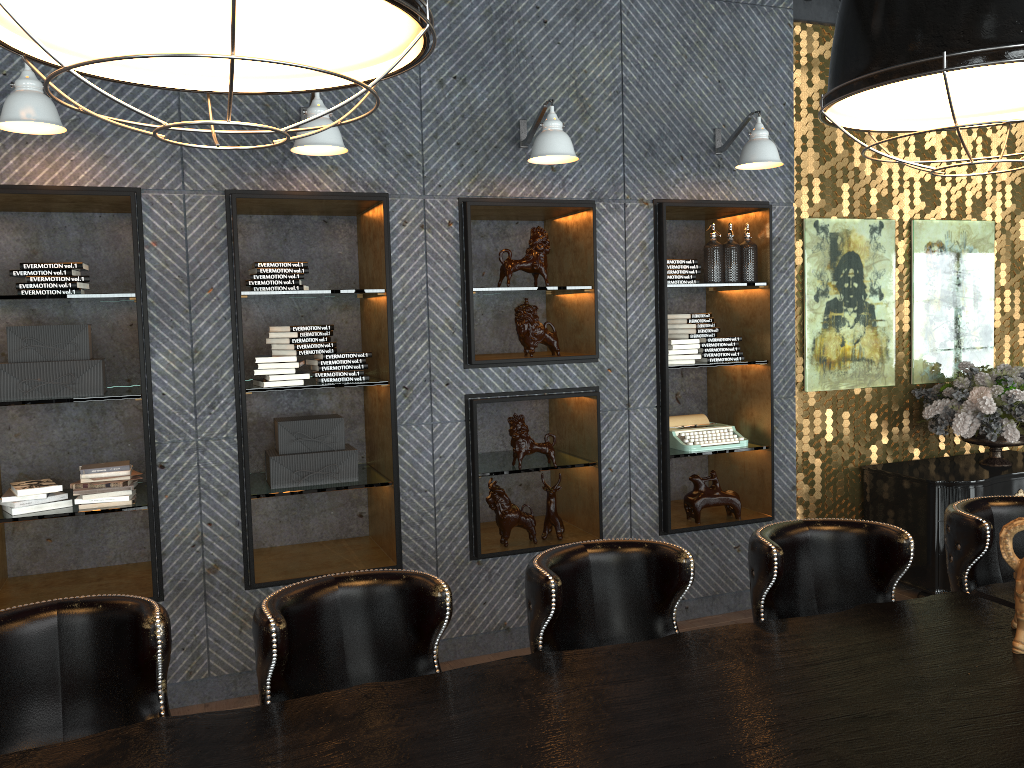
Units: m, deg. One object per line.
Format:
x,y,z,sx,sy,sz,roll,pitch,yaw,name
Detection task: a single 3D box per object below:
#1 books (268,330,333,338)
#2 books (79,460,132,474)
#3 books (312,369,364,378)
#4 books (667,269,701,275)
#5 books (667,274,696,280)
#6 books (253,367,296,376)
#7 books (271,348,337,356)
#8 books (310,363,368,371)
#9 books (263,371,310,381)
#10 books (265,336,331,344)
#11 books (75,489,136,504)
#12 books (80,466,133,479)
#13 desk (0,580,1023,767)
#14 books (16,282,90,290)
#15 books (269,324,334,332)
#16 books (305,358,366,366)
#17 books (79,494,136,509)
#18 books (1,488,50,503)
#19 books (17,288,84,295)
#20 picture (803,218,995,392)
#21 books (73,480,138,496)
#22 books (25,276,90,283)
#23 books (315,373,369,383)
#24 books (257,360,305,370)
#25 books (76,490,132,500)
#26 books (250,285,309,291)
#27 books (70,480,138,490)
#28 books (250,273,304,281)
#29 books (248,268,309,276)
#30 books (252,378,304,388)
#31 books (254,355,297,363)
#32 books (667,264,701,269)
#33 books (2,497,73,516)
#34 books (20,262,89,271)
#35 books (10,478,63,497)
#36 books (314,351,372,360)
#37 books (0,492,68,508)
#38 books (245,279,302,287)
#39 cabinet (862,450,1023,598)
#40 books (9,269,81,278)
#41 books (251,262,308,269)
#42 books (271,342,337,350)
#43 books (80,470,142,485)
-1.023,-0.242,4.299,0.193,0.028,0.246,1,5,30,books
-1.840,0.378,4.015,0.212,0.024,0.185,-4,5,-26,books
-0.853,-0.054,4.365,0.245,0.028,0.194,-2,5,-10,books
0.911,-0.631,5.028,0.245,0.028,0.194,-3,5,-19,books
0.884,-0.601,5.019,0.245,0.028,0.194,-3,5,-17,books
-1.139,-0.066,4.255,0.193,0.028,0.245,-3,5,-15,books
-1.007,-0.157,4.300,0.193,0.028,0.245,2,6,38,books
-0.864,-0.087,4.423,0.245,0.028,0.193,-4,5,-25,books
-1.085,-0.039,4.257,0.193,0.028,0.245,-3,5,-22,books
-1.039,-0.214,4.310,0.193,0.028,0.245,2,6,39,books
-1.829,0.508,3.997,0.224,0.021,0.159,-3,5,-12,books
-1.826,0.401,3.997,0.206,0.020,0.197,-3,5,-19,books
1.540,1.108,2.079,7.596,0.926,1.434,-3,5,-21,desk
-2.018,-0.431,3.907,0.245,0.028,0.194,-2,5,-10,books
-1.023,-0.271,4.312,0.193,0.028,0.245,3,6,44,books
-0.875,-0.113,4.396,0.245,0.028,0.193,-4,5,-31,books
-1.819,0.528,3.995,0.228,0.023,0.167,-3,5,-21,books
-2.148,0.484,3.935,0.175,0.024,0.243,-3,5,-22,books
-2.029,-0.403,3.915,0.245,0.028,0.194,-3,5,-21,books
2.550,-0.528,5.775,1.574,1.072,0.022,-3,4,-21,picture
-1.827,0.466,3.989,0.264,0.019,0.205,-3,5,-22,books
-2.010,-0.460,3.920,0.245,0.028,0.193,-4,5,-30,books
-0.844,-0.029,4.402,0.245,0.028,0.194,-3,5,-17,books
-1.101,-0.094,4.233,0.193,0.028,0.246,-2,5,-8,books
-1.831,0.486,3.995,0.228,0.022,0.202,-3,5,-18,books
-1.109,-0.456,4.254,0.245,0.028,0.194,-2,5,-5,books
-1.837,0.444,3.996,0.248,0.023,0.197,-2,5,-4,books
-1.125,-0.513,4.266,0.245,0.028,0.194,-3,5,-13,books
-1.127,-0.542,4.274,0.245,0.028,0.193,-4,5,-29,books
-1.122,-0.009,4.245,0.193,0.028,0.245,-4,5,-28,books
-1.127,-0.122,4.244,0.193,0.028,0.246,-3,5,-14,books
0.916,-0.660,5.039,0.245,0.028,0.194,-3,5,-21,books
-2.107,0.535,3.938,0.243,0.034,0.179,-6,6,-42,books
-2.015,-0.516,3.914,0.245,0.028,0.194,-3,5,-18,books
-2.108,0.457,3.928,0.179,0.029,0.225,-5,6,-36,books
-0.844,-0.144,4.417,0.245,0.028,0.193,-4,5,-26,books
-2.119,0.508,3.922,0.166,0.024,0.227,2,6,37,books
-1.136,-0.482,4.242,0.245,0.028,0.194,-2,5,-10,books
2.978,0.880,5.641,1.386,0.737,0.710,-3,5,-21,cabinet
-2.058,-0.487,3.921,0.245,0.028,0.194,-3,5,-15,books
-1.124,-0.571,4.284,0.245,0.028,0.194,-3,5,-21,books
-1.007,-0.185,4.290,0.193,0.028,0.245,2,6,41,books
-1.830,0.420,4.023,0.247,0.023,0.244,-5,6,-36,books
